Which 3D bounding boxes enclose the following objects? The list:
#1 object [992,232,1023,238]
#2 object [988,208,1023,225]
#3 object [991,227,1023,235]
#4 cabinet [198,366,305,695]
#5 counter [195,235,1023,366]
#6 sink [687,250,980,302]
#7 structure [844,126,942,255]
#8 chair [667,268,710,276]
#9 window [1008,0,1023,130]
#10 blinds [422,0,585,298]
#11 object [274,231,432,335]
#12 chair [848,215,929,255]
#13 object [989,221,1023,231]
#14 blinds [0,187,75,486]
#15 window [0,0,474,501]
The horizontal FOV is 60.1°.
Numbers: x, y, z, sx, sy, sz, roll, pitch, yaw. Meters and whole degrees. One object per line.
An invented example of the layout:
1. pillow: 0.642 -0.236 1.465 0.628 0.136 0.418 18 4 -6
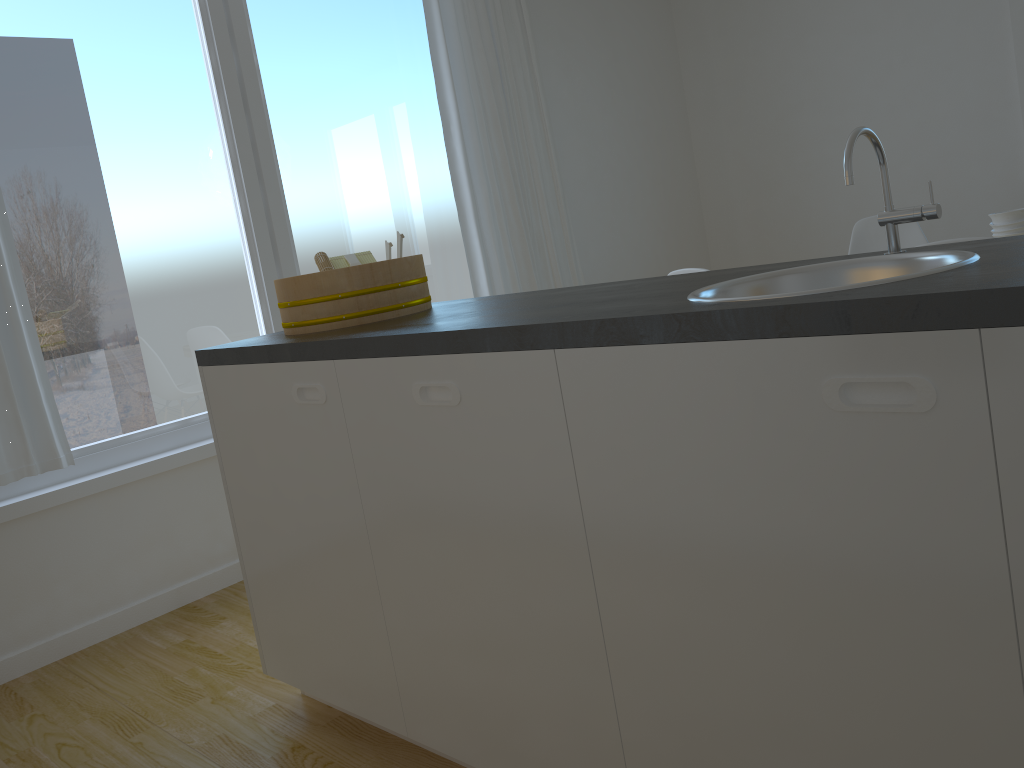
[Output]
1. object: 1.747 -0.485 3.054 0.152 0.082 0.153 -11 8 -5
2. object: 1.729 -0.558 3.048 0.152 0.086 0.152 -12 9 -16
3. object: 1.740 -0.507 3.052 0.151 0.092 0.153 -11 8 -5
4. cabinet: 0.350 0.318 1.600 2.397 0.904 0.606 -1 11 45
5. counter: 0.267 -0.144 1.553 2.397 0.040 0.606 -1 13 45
6. sink: 0.474 -0.086 1.311 0.404 0.156 0.407 -10 9 -2
7. structure: 0.606 -0.312 1.419 0.096 0.214 0.163 -4 9 46
8. chair: 0.852 0.021 2.905 0.526 0.896 0.430 -13 7 -24
9. window: 2.289 -1.232 2.794 1.876 2.040 2.572 -3 11 45
10. blinds: -0.028 -1.321 4.347 0.149 2.146 0.802 -4 8 46
11. object: -0.413 -0.267 2.261 0.380 0.213 0.431 -12 9 -16
12. chair: 1.717 -0.298 3.923 0.429 0.896 0.528 -8 7 21
13. object: 1.733 -0.530 3.048 0.151 0.095 0.152 -14 9 -27
14. blinds: -1.866 -0.692 2.487 0.149 2.146 0.802 -4 8 45
15. window: -1.041 -0.831 3.584 0.088 1.905 2.751 -4 10 45
